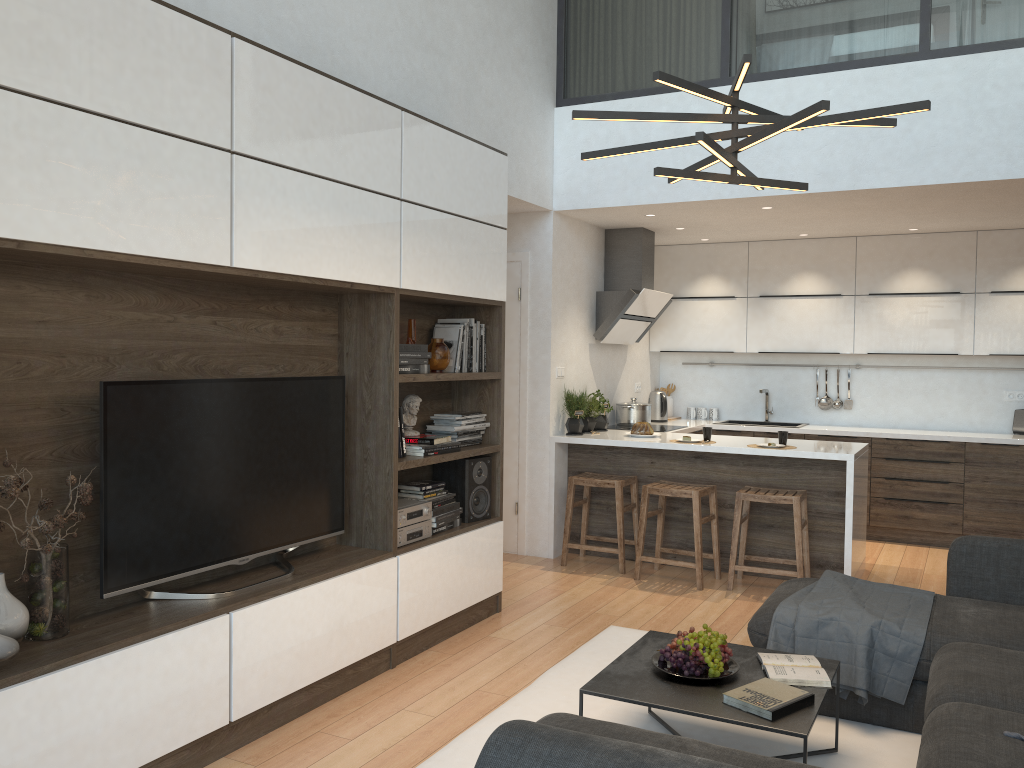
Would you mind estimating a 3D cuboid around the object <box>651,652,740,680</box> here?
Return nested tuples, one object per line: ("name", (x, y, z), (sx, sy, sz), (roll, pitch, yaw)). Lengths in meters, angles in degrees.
("object", (0.622, 0.960, 3.015), (0.295, 0.026, 0.295), (1, 2, 21))

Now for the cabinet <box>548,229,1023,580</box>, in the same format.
("cabinet", (2.370, 0.031, 6.380), (3.495, 2.401, 2.401), (2, 2, 27))

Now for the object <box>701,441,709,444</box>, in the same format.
("object", (1.258, 0.379, 5.780), (0.025, 0.011, 0.126), (2, 2, 31))

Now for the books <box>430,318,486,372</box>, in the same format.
("books", (-0.302, -0.207, 4.729), (0.201, 0.287, 0.332), (2, 2, 27))

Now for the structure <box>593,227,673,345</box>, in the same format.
("structure", (0.969, -0.814, 6.981), (0.407, 0.998, 0.898), (2, 2, 27))

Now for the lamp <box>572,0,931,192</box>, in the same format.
("lamp", (0.761, -2.488, 2.890), (1.200, 3.645, 0.831), (2, 2, 37))

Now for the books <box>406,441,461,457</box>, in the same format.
("books", (-0.441, 0.313, 4.383), (0.250, 0.047, 0.310), (2, 2, 33))

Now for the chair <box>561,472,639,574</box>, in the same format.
("chair", (0.610, 0.921, 5.982), (0.450, 0.600, 0.350), (2, 2, 27))

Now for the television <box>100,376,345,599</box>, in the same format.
("television", (-1.033, 0.366, 3.365), (0.229, 0.779, 1.220), (2, 2, 27))

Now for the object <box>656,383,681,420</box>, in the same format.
("object", (1.385, 0.156, 8.037), (0.221, 0.316, 0.330), (2, 2, 27))

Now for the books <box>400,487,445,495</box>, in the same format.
("books", (-0.452, 0.532, 4.474), (0.142, 0.015, 0.198), (2, 2, 26))

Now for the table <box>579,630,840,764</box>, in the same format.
("table", (0.685, 1.137, 2.987), (0.700, 0.323, 0.700), (2, 2, 27))

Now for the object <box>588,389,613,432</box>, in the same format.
("object", (0.647, 0.195, 6.615), (0.179, 0.311, 0.172), (2, 2, 38))

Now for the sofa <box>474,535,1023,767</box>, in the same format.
("sofa", (1.237, 0.847, 2.523), (2.108, 0.995, 3.169), (2, 2, 28))

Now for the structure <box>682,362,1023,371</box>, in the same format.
("structure", (2.893, -0.146, 7.423), (3.000, 0.045, 0.050), (2, 2, 27))

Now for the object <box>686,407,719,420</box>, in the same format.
("object", (1.719, 0.267, 8.002), (0.297, 0.105, 0.112), (2, 2, 29))

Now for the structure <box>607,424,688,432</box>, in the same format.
("structure", (1.029, 0.341, 6.974), (0.550, 0.006, 0.609), (2, 2, 27))

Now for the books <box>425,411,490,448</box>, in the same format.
("books", (-0.303, 0.240, 4.712), (0.224, 0.176, 0.374), (2, 2, 27))

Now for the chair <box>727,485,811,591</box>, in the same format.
("chair", (1.583, 0.952, 5.426), (0.450, 0.600, 0.350), (2, 2, 25))

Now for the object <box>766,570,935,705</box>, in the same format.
("object", (1.406, 1.018, 3.585), (0.548, 0.369, 0.685), (2, 2, 35))

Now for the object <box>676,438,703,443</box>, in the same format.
("object", (1.168, 0.374, 5.845), (0.176, 0.014, 0.176), (1, 2, 17))

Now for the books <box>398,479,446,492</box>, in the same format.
("books", (-0.463, 0.512, 4.482), (0.161, 0.023, 0.213), (2, 2, 31))

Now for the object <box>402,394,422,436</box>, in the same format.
("object", (-0.516, 0.153, 4.423), (0.117, 0.207, 0.116), (0, 2, -22))

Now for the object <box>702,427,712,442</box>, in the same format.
("object", (1.298, 0.335, 5.894), (0.066, 0.093, 0.066), (0, 2, -27))

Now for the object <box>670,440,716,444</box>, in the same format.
("object", (1.196, 0.381, 5.872), (0.305, 0.002, 0.305), (1, 2, -3))

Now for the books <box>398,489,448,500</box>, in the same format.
("books", (-0.449, 0.551, 4.474), (0.161, 0.023, 0.213), (2, 2, 31))

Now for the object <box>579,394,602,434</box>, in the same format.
("object", (0.551, 0.213, 6.445), (0.221, 0.283, 0.211), (2, 2, 41))

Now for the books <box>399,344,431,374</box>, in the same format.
("books", (-0.578, -0.119, 4.176), (0.277, 0.137, 0.343), (2, 2, 23))

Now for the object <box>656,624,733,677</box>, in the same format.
("object", (0.619, 0.890, 3.022), (0.256, 0.173, 0.279), (2, 2, 25))

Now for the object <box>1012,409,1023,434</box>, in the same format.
("object", (3.978, 0.292, 6.753), (0.177, 0.195, 0.260), (-1, 3, -42))

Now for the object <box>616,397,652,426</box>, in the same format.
("object", (0.980, 0.220, 7.150), (0.315, 0.223, 0.288), (0, 2, -21))

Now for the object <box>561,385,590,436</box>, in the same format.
("object", (0.449, 0.176, 6.252), (0.186, 0.367, 0.196), (2, 2, 27))

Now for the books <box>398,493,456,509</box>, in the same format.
("books", (-0.442, 0.584, 4.474), (0.224, 0.042, 0.277), (2, 2, 23))

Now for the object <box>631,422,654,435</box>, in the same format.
("object", (0.912, 0.317, 6.229), (0.155, 0.101, 0.161), (2, 2, 23))

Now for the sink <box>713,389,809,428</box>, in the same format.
("sink", (2.118, 0.308, 7.528), (0.706, 0.518, 0.512), (2, 2, 27))

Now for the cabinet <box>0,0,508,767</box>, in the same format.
("cabinet", (-1.107, 0.045, 3.109), (0.338, 2.494, 4.036), (2, 2, 27))

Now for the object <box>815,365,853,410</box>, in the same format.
("object", (2.718, 0.030, 7.510), (0.320, 0.389, 0.069), (2, 2, 29))

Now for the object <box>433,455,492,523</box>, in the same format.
("object", (-0.260, 0.554, 4.762), (0.244, 0.331, 0.214), (2, 2, 37))

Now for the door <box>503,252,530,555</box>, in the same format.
("door", (-0.321, 0.134, 6.429), (0.974, 2.136, 0.085), (2, 2, 27))

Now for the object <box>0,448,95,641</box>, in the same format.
("object", (-1.384, 0.478, 2.581), (0.317, 0.598, 0.542), (0, 2, -27))

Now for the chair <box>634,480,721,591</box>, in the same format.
("chair", (1.055, 0.939, 5.612), (0.450, 0.600, 0.350), (2, 2, 32))

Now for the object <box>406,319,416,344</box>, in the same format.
("object", (-0.504, -0.190, 4.405), (0.082, 0.265, 0.081), (-1, 2, -41))

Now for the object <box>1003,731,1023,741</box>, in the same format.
("object", (1.492, 0.949, 1.952), (0.411, 0.118, 0.905), (1, 2, 3))

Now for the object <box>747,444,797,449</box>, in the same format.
("object", (1.642, 0.396, 5.606), (0.304, 0.002, 0.304), (0, 2, -30))

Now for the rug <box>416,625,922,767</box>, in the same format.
("rug", (0.651, 1.306, 3.166), (1.606, 0.013, 2.496), (2, 2, 27))

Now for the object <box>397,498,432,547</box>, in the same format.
("object", (-0.558, 0.649, 4.173), (0.270, 0.174, 0.285), (2, 2, 27))

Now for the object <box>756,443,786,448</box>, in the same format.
("object", (1.625, 0.389, 5.566), (0.176, 0.014, 0.176), (2, 2, 32))

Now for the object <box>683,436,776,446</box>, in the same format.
("object", (1.388, 0.367, 5.698), (0.597, 0.039, 0.064), (2, 2, 24))

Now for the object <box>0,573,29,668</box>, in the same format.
("object", (-1.532, 0.580, 2.465), (0.313, 0.397, 0.313), (0, 2, -20))

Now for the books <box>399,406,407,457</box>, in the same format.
("books", (-0.586, 0.222, 4.173), (0.177, 0.242, 0.066), (2, 2, 27))

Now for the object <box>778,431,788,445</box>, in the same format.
("object", (1.722, 0.348, 5.638), (0.066, 0.093, 0.066), (1, 2, 1))

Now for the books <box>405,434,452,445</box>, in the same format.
("books", (-0.462, 0.274, 4.403), (0.266, 0.030, 0.209), (1, 2, 21))

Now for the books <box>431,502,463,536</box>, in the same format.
("books", (-0.423, 0.667, 4.473), (0.248, 0.123, 0.307), (2, 2, 23))

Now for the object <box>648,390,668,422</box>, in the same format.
("object", (1.251, 0.191, 7.629), (0.179, 0.270, 0.220), (1, 2, 15))

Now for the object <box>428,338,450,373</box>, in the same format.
("object", (-0.376, -0.144, 4.467), (0.130, 0.171, 0.130), (0, 2, -23))

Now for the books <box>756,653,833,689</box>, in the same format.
("books", (0.954, 0.966, 3.019), (0.199, 0.025, 0.294), (1, 2, 7))

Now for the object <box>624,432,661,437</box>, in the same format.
("object", (0.915, 0.357, 6.215), (0.261, 0.021, 0.261), (2, 2, 22))

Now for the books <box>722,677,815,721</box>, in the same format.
("books", (0.792, 0.970, 2.737), (0.225, 0.029, 0.179), (-1, 2, -40))

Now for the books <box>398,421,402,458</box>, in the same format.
("books", (-0.607, 0.216, 4.150), (0.193, 0.255, 0.066), (2, 2, 27))
